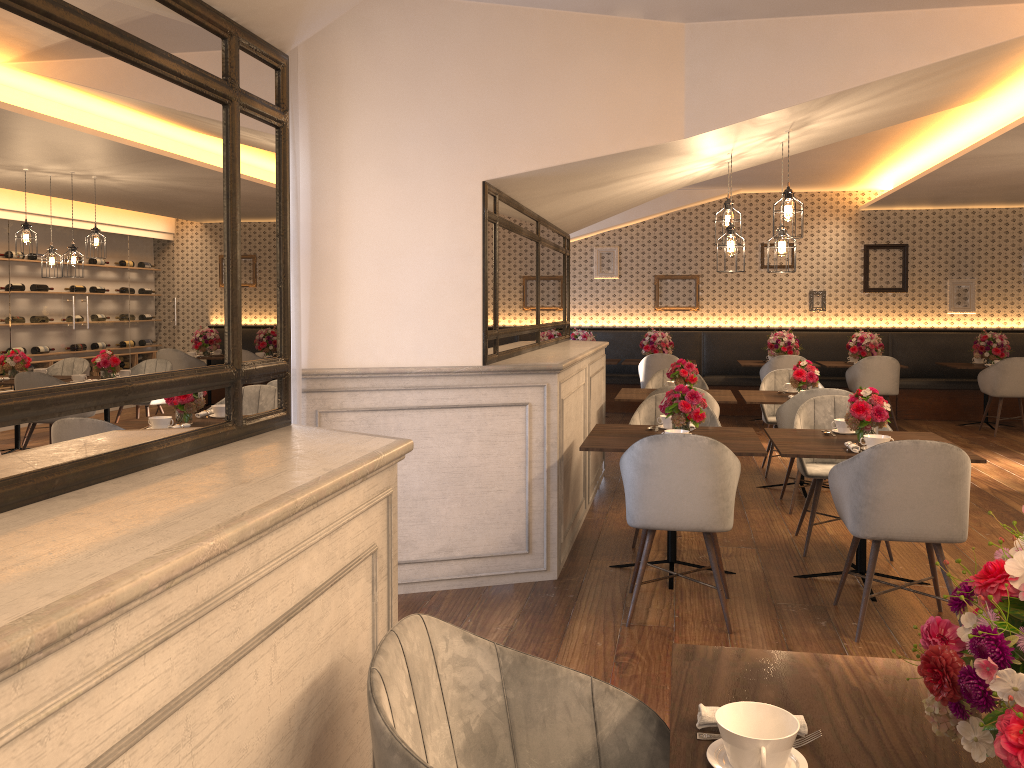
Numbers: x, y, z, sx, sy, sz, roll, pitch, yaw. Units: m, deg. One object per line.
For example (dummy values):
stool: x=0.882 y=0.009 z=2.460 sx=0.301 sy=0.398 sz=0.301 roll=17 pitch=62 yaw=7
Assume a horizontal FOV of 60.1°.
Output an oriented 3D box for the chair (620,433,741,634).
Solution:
chair: x=0.768 y=0.625 z=4.063 sx=0.565 sy=0.871 sz=0.527 roll=1 pitch=3 yaw=11

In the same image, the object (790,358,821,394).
object: x=2.252 y=-0.051 z=6.781 sx=0.234 sy=0.301 sz=0.306 roll=2 pitch=4 yaw=30

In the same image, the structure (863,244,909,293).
structure: x=4.834 y=-1.494 z=11.455 sx=0.544 sy=0.631 sz=0.035 roll=1 pitch=2 yaw=11

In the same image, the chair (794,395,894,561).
chair: x=1.928 y=0.525 z=5.193 sx=0.565 sy=0.871 sz=0.527 roll=1 pitch=3 yaw=11

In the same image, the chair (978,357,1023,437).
chair: x=5.490 y=0.124 z=9.749 sx=0.565 sy=0.871 sz=0.527 roll=1 pitch=3 yaw=11

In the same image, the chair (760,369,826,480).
chair: x=2.364 y=0.324 z=7.475 sx=0.565 sy=0.871 sz=0.527 roll=1 pitch=3 yaw=11

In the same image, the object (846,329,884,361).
object: x=4.214 y=-0.446 z=10.565 sx=0.420 sy=0.424 sz=0.406 roll=1 pitch=3 yaw=13

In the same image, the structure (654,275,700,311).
structure: x=2.226 y=-1.230 z=11.955 sx=0.601 sy=0.484 sz=0.032 roll=1 pitch=2 yaw=11

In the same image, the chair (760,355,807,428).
chair: x=3.157 y=0.084 z=10.194 sx=0.565 sy=0.871 sz=0.527 roll=1 pitch=3 yaw=11

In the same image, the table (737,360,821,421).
table: x=3.245 y=0.101 z=10.863 sx=0.896 sy=0.719 sz=0.899 roll=1 pitch=4 yaw=11

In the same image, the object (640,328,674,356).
object: x=1.806 y=-0.487 z=11.036 sx=0.419 sy=0.424 sz=0.406 roll=0 pitch=3 yaw=-1

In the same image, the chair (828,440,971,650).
chair: x=1.710 y=0.641 z=3.883 sx=0.565 sy=0.871 sz=0.527 roll=1 pitch=3 yaw=11

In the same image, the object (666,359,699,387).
object: x=1.327 y=-0.066 z=6.945 sx=0.234 sy=0.301 sz=0.306 roll=-1 pitch=3 yaw=-14

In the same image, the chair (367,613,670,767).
chair: x=0.047 y=0.854 z=1.462 sx=0.526 sy=0.871 sz=0.566 roll=1 pitch=3 yaw=11

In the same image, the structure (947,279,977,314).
structure: x=5.736 y=-1.116 z=11.286 sx=0.340 sy=0.439 sz=0.035 roll=1 pitch=2 yaw=11

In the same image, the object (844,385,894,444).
object: x=1.816 y=0.149 z=4.502 sx=0.234 sy=0.301 sz=0.306 roll=2 pitch=4 yaw=30

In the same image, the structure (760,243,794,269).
structure: x=3.517 y=-1.692 z=11.704 sx=0.449 sy=0.344 sz=0.016 roll=1 pitch=2 yaw=11

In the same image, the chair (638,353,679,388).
chair: x=1.766 y=0.061 z=10.460 sx=0.565 sy=0.871 sz=0.527 roll=1 pitch=3 yaw=11

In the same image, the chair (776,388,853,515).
chair: x=2.146 y=0.440 z=6.165 sx=0.565 sy=0.871 sz=0.527 roll=1 pitch=3 yaw=11

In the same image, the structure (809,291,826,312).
structure: x=4.014 y=-1.088 z=11.625 sx=0.216 sy=0.277 sz=0.018 roll=1 pitch=2 yaw=11

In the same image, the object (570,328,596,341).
object: x=0.875 y=-0.503 z=11.219 sx=0.420 sy=0.424 sz=0.406 roll=-3 pitch=4 yaw=-37

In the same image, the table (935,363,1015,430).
table: x=5.578 y=0.141 z=10.417 sx=0.896 sy=0.719 sz=0.899 roll=1 pitch=4 yaw=11

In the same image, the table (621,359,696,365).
table: x=1.854 y=0.077 z=11.128 sx=0.896 sy=0.719 sz=0.899 roll=1 pitch=4 yaw=11

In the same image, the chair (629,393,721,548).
chair: x=0.986 y=0.509 z=5.373 sx=0.565 sy=0.871 sz=0.527 roll=1 pitch=3 yaw=11

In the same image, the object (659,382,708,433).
object: x=0.892 y=0.135 z=4.666 sx=0.234 sy=0.301 sz=0.306 roll=-1 pitch=3 yaw=-14

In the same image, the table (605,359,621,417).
table: x=0.912 y=0.061 z=11.308 sx=0.896 sy=0.719 sz=0.899 roll=1 pitch=4 yaw=11

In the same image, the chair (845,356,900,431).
chair: x=4.099 y=0.100 z=10.014 sx=0.565 sy=0.871 sz=0.527 roll=1 pitch=3 yaw=11

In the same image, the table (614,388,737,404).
table: x=1.292 y=0.440 z=7.013 sx=0.896 sy=0.719 sz=0.899 roll=1 pitch=4 yaw=11

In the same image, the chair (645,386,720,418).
chair: x=1.204 y=0.424 z=6.345 sx=0.565 sy=0.871 sz=0.527 roll=1 pitch=3 yaw=11

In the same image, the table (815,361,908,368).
table: x=4.187 y=0.117 z=10.683 sx=0.896 sy=0.719 sz=0.899 roll=1 pitch=4 yaw=11

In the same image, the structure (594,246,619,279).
structure: x=1.293 y=-1.662 z=12.121 sx=0.340 sy=0.439 sz=0.035 roll=1 pitch=2 yaw=11

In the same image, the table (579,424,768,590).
table: x=0.856 y=0.641 z=4.732 sx=0.896 sy=0.719 sz=0.899 roll=1 pitch=4 yaw=11

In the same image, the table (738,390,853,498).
table: x=2.234 y=0.456 z=6.833 sx=0.896 sy=0.719 sz=0.899 roll=1 pitch=4 yaw=11

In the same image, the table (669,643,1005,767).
table: x=0.688 y=0.942 z=1.321 sx=0.896 sy=0.719 sz=0.899 roll=1 pitch=4 yaw=11

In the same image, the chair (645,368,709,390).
chair: x=1.422 y=0.308 z=7.655 sx=0.565 sy=0.871 sz=0.527 roll=1 pitch=3 yaw=11

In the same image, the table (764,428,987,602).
table: x=1.798 y=0.658 z=4.551 sx=0.896 sy=0.719 sz=0.899 roll=1 pitch=4 yaw=11
